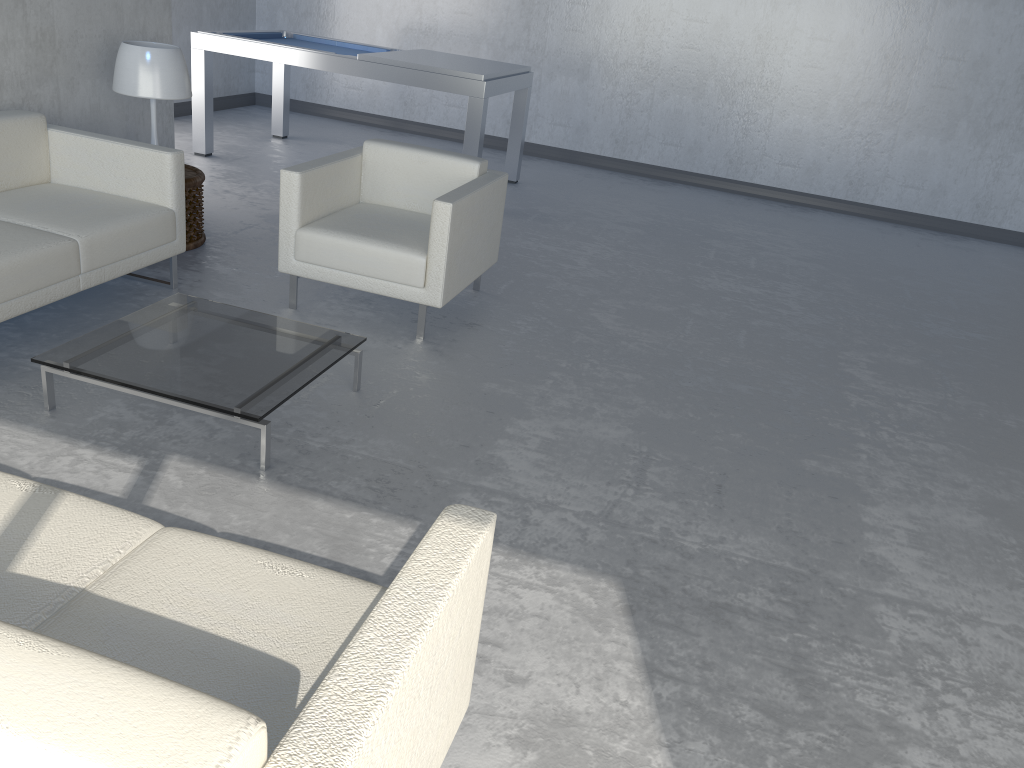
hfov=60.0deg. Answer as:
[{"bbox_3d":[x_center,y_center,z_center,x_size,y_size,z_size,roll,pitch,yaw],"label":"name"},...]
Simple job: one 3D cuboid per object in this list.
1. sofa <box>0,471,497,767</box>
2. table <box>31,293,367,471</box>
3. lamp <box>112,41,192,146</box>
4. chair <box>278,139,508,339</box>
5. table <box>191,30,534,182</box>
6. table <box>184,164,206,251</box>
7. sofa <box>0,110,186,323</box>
[{"bbox_3d":[-1.060,0.378,1.456,1.881,0.658,0.821,14,25,12],"label":"sofa"},{"bbox_3d":[-0.997,-0.036,2.961,0.773,0.190,0.730,14,25,12],"label":"table"},{"bbox_3d":[-1.696,-1.297,4.196,0.347,0.582,0.347,0,25,-17],"label":"lamp"},{"bbox_3d":[-0.516,-0.692,3.984,0.748,0.662,0.821,14,25,12],"label":"chair"},{"bbox_3d":[-1.048,-1.995,6.424,2.095,0.835,1.180,14,25,12],"label":"table"},{"bbox_3d":[-1.755,-0.882,4.386,0.452,0.358,0.452,3,25,-11],"label":"table"},{"bbox_3d":[-2.031,-0.486,3.050,0.821,0.658,1.881,14,25,12],"label":"sofa"}]
